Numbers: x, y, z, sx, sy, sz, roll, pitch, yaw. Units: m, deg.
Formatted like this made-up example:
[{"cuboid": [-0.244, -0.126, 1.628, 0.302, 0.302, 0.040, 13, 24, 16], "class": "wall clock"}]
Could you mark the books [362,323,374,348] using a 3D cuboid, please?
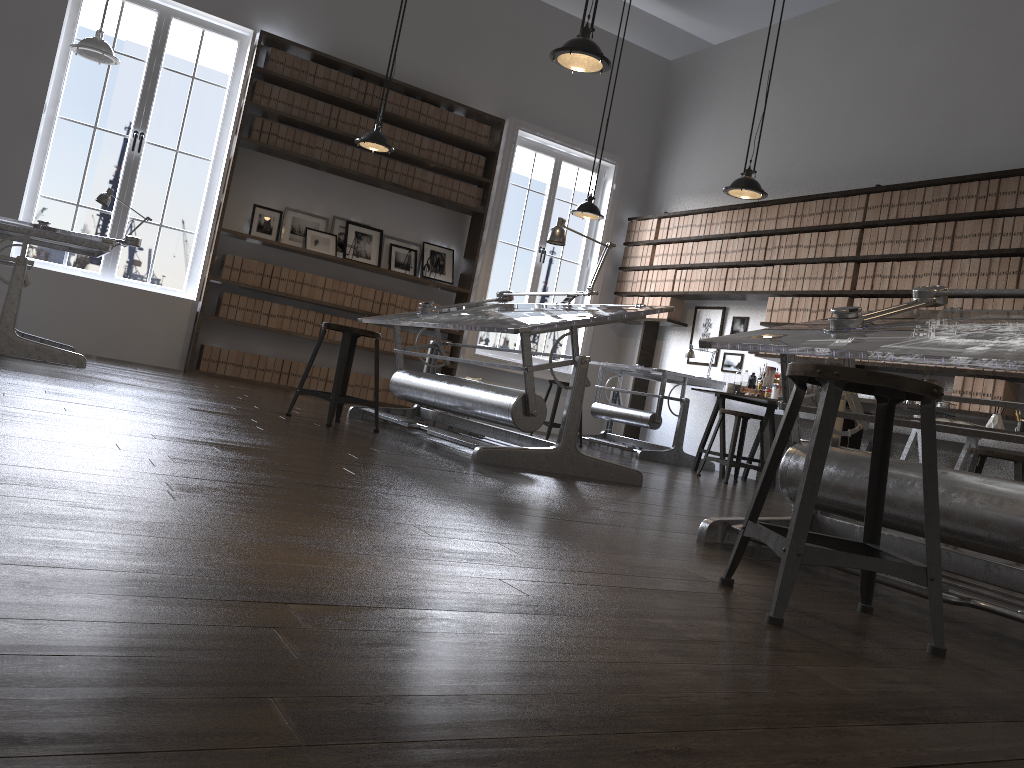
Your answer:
[{"cuboid": [-1.384, -0.463, 8.371, 0.066, 0.226, 0.175, 13, -3, -30], "class": "books"}]

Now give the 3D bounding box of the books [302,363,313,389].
[{"cuboid": [-1.896, -0.073, 8.093, 0.066, 0.226, 0.175, 13, -3, -30], "class": "books"}]

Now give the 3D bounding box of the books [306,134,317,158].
[{"cuboid": [-1.843, -2.137, 8.032, 0.066, 0.226, 0.175, 13, -3, -30], "class": "books"}]

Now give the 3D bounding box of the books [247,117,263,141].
[{"cuboid": [-2.266, -2.221, 7.790, 0.066, 0.226, 0.175, 13, -3, -30], "class": "books"}]

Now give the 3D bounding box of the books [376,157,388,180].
[{"cuboid": [-1.253, -2.020, 8.369, 0.066, 0.226, 0.175, 13, -3, -30], "class": "books"}]

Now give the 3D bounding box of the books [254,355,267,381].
[{"cuboid": [-2.256, -0.144, 7.892, 0.066, 0.226, 0.175, 13, -3, -30], "class": "books"}]

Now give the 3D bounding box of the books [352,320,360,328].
[{"cuboid": [-1.508, -0.488, 8.303, 0.066, 0.226, 0.175, 13, -3, -30], "class": "books"}]

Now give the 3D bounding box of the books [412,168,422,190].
[{"cuboid": [-0.951, -1.960, 8.543, 0.066, 0.226, 0.175, 13, -3, -30], "class": "books"}]

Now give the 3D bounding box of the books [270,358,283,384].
[{"cuboid": [-2.135, -0.121, 7.962, 0.066, 0.226, 0.175, 13, -3, -30], "class": "books"}]

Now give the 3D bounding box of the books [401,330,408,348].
[{"cuboid": [-1.089, -0.405, 8.543, 0.066, 0.226, 0.175, 13, -3, -30], "class": "books"}]

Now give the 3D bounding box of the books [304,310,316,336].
[{"cuboid": [-1.869, -0.560, 8.088, 0.066, 0.226, 0.175, 13, -3, -30], "class": "books"}]

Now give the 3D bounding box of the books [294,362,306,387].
[{"cuboid": [-1.952, -0.084, 8.066, 0.066, 0.226, 0.175, 13, -3, -30], "class": "books"}]

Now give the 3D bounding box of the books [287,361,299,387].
[{"cuboid": [-2.009, -0.095, 8.036, 0.066, 0.226, 0.175, 13, -3, -30], "class": "books"}]

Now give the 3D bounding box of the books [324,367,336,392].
[{"cuboid": [-1.711, -0.036, 8.202, 0.066, 0.226, 0.175, 13, -3, -30], "class": "books"}]

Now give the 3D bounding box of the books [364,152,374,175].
[{"cuboid": [-1.373, -2.044, 8.303, 0.066, 0.226, 0.175, 13, -3, -30], "class": "books"}]

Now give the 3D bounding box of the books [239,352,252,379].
[{"cuboid": [-2.370, -0.167, 7.819, 0.066, 0.226, 0.175, 13, -3, -30], "class": "books"}]

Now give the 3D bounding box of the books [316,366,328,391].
[{"cuboid": [-1.775, -0.049, 8.167, 0.066, 0.226, 0.175, 13, -3, -30], "class": "books"}]

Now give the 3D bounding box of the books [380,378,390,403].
[{"cuboid": [-1.248, 0.056, 8.474, 0.066, 0.226, 0.175, 13, -3, -30], "class": "books"}]

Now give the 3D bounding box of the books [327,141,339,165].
[{"cuboid": [-1.669, -2.103, 8.133, 0.066, 0.226, 0.175, 13, -3, -30], "class": "books"}]

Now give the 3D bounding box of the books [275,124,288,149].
[{"cuboid": [-2.076, -2.183, 7.894, 0.066, 0.226, 0.175, 13, -3, -30], "class": "books"}]

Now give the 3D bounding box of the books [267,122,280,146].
[{"cuboid": [-2.139, -2.196, 7.863, 0.066, 0.226, 0.175, 13, -3, -30], "class": "books"}]

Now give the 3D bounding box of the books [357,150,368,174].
[{"cuboid": [-1.425, -2.054, 8.268, 0.066, 0.226, 0.175, 13, -3, -30], "class": "books"}]

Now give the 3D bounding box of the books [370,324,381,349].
[{"cuboid": [-1.328, -0.452, 8.399, 0.066, 0.226, 0.175, 13, -3, -30], "class": "books"}]

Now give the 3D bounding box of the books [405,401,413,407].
[{"cuboid": [-1.012, 0.103, 8.607, 0.066, 0.226, 0.175, 13, -3, -30], "class": "books"}]

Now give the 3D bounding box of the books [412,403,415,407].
[{"cuboid": [-0.954, 0.114, 8.646, 0.066, 0.226, 0.175, 13, -3, -30], "class": "books"}]

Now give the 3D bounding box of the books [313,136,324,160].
[{"cuboid": [-1.789, -2.126, 8.061, 0.066, 0.226, 0.175, 13, -3, -30], "class": "books"}]

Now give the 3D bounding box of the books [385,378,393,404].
[{"cuboid": [-1.189, 0.067, 8.503, 0.066, 0.226, 0.175, 13, -3, -30], "class": "books"}]

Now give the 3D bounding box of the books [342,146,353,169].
[{"cuboid": [-1.550, -2.079, 8.200, 0.066, 0.226, 0.175, 13, -3, -30], "class": "books"}]

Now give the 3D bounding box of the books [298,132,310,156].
[{"cuboid": [-1.898, -2.148, 7.995, 0.066, 0.226, 0.175, 13, -3, -30], "class": "books"}]

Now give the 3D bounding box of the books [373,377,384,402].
[{"cuboid": [-1.300, 0.045, 8.442, 0.066, 0.226, 0.175, 13, -3, -30], "class": "books"}]

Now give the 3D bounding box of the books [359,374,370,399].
[{"cuboid": [-1.422, 0.021, 8.373, 0.066, 0.226, 0.175, 13, -3, -30], "class": "books"}]

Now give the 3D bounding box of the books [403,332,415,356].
[{"cuboid": [-1.028, -0.393, 8.574, 0.066, 0.226, 0.175, 13, -3, -30], "class": "books"}]

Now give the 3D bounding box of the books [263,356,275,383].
[{"cuboid": [-2.193, -0.132, 7.923, 0.066, 0.226, 0.175, 13, -3, -30], "class": "books"}]

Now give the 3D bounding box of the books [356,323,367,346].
[{"cuboid": [-1.448, -0.476, 8.336, 0.066, 0.226, 0.175, 13, -3, -30], "class": "books"}]

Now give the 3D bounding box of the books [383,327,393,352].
[{"cuboid": [-1.207, -0.428, 8.473, 0.066, 0.226, 0.175, 13, -3, -30], "class": "books"}]

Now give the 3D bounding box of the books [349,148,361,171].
[{"cuboid": [-1.486, -2.066, 8.233, 0.066, 0.226, 0.175, 13, -3, -30], "class": "books"}]

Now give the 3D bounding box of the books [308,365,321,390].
[{"cuboid": [-1.835, -0.061, 8.129, 0.066, 0.226, 0.175, 13, -3, -30], "class": "books"}]

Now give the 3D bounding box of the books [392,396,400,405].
[{"cuboid": [-1.134, 0.078, 8.541, 0.066, 0.226, 0.175, 13, -3, -30], "class": "books"}]

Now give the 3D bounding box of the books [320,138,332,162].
[{"cuboid": [-1.727, -2.114, 8.095, 0.066, 0.226, 0.175, 13, -3, -30], "class": "books"}]

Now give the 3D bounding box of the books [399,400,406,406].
[{"cuboid": [-1.074, 0.090, 8.576, 0.066, 0.226, 0.175, 13, -3, -30], "class": "books"}]

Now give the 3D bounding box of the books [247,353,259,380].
[{"cuboid": [-2.316, -0.156, 7.857, 0.066, 0.226, 0.175, 13, -3, -30], "class": "books"}]

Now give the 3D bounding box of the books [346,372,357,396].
[{"cuboid": [-1.538, -0.002, 8.300, 0.066, 0.226, 0.175, 13, -3, -30], "class": "books"}]

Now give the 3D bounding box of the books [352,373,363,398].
[{"cuboid": [-1.483, 0.009, 8.341, 0.066, 0.226, 0.175, 13, -3, -30], "class": "books"}]

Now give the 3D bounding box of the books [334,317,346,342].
[{"cuboid": [-1.625, -0.511, 8.227, 0.066, 0.226, 0.175, 13, -3, -30], "class": "books"}]

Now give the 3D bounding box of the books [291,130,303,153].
[{"cuboid": [-1.958, -2.160, 7.967, 0.066, 0.226, 0.175, 13, -3, -30], "class": "books"}]

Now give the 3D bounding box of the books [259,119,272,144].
[{"cuboid": [-2.200, -2.208, 7.821, 0.066, 0.226, 0.175, 13, -3, -30], "class": "books"}]

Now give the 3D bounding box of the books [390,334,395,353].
[{"cuboid": [-1.149, -0.417, 8.510, 0.066, 0.226, 0.175, 13, -3, -30], "class": "books"}]

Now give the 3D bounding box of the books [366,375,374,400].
[{"cuboid": [-1.361, 0.033, 8.405, 0.066, 0.226, 0.175, 13, -3, -30], "class": "books"}]

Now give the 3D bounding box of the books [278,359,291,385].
[{"cuboid": [-2.069, -0.107, 7.995, 0.066, 0.226, 0.175, 13, -3, -30], "class": "books"}]

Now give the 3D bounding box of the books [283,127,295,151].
[{"cuboid": [-2.018, -2.172, 7.932, 0.066, 0.226, 0.175, 13, -3, -30], "class": "books"}]

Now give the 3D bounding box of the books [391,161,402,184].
[{"cuboid": [-1.130, -1.995, 8.442, 0.066, 0.226, 0.175, 13, -3, -30], "class": "books"}]

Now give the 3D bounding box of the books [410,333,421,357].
[{"cuboid": [-0.967, -0.380, 8.611, 0.066, 0.226, 0.175, 13, -3, -30], "class": "books"}]

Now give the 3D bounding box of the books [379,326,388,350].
[{"cuboid": [-1.267, -0.440, 8.434, 0.066, 0.226, 0.175, 13, -3, -30], "class": "books"}]

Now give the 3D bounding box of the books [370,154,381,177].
[{"cuboid": [-1.319, -2.033, 8.337, 0.066, 0.226, 0.175, 13, -3, -30], "class": "books"}]

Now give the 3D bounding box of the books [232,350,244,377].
[{"cuboid": [-2.429, -0.179, 7.790, 0.066, 0.226, 0.175, 13, -3, -30], "class": "books"}]

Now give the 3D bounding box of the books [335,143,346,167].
[{"cuboid": [-1.611, -2.091, 8.169, 0.066, 0.226, 0.175, 13, -3, -30], "class": "books"}]

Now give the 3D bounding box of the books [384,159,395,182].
[{"cuboid": [-1.192, -2.008, 8.411, 0.066, 0.226, 0.175, 13, -3, -30], "class": "books"}]
